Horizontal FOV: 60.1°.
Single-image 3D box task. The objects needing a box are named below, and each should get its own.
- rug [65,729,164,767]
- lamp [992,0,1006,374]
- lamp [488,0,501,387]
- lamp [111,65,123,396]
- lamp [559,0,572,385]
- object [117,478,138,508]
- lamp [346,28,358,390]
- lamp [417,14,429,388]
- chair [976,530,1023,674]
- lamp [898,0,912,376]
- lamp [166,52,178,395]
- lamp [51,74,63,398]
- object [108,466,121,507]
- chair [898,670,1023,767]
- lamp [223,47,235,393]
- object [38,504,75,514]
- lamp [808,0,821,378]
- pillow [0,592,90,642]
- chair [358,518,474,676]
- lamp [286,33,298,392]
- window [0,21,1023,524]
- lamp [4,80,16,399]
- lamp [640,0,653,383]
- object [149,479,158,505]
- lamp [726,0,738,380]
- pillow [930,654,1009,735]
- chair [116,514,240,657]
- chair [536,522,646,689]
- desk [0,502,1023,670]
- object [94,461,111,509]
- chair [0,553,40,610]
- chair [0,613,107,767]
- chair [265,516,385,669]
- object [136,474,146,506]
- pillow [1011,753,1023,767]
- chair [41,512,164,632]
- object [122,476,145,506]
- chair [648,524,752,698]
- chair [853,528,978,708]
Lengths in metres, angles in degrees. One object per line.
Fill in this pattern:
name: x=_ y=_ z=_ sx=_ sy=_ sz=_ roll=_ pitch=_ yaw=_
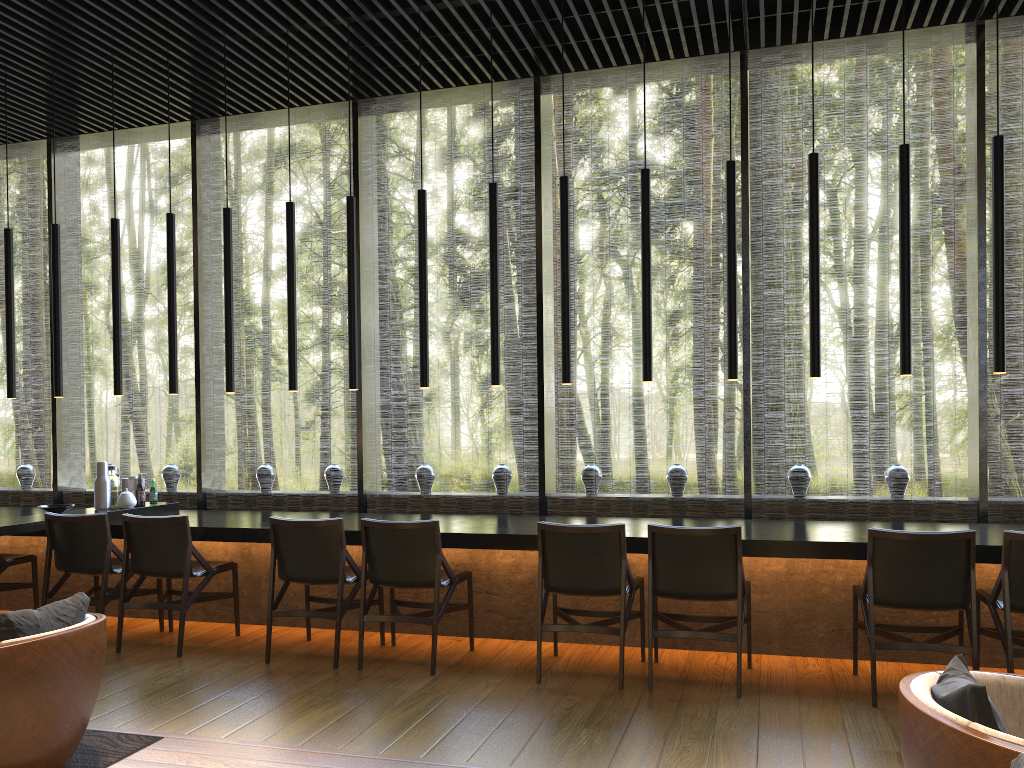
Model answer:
rug: x=-2.850 y=1.510 z=3.196 sx=2.241 sy=0.008 sz=1.959 roll=-2 pitch=-3 yaw=16
lamp: x=2.601 y=-1.268 z=4.737 sx=0.060 sy=2.422 sz=0.060 roll=-1 pitch=1 yaw=11
lamp: x=-0.117 y=-1.196 z=5.531 sx=0.060 sy=2.422 sz=0.060 roll=-1 pitch=1 yaw=11
lamp: x=-2.835 y=-1.124 z=6.326 sx=0.060 sy=2.422 sz=0.060 roll=-1 pitch=1 yaw=11
lamp: x=0.319 y=-1.208 z=5.404 sx=0.060 sy=2.422 sz=0.060 roll=0 pitch=1 yaw=21
object: x=-2.833 y=0.800 z=6.504 sx=0.135 sy=0.217 sz=0.135 roll=-1 pitch=0 yaw=3
lamp: x=-1.057 y=-1.171 z=5.806 sx=0.060 sy=2.422 sz=0.060 roll=-1 pitch=1 yaw=11
lamp: x=-0.576 y=-1.184 z=5.666 sx=0.060 sy=2.422 sz=0.060 roll=0 pitch=1 yaw=21
chair: x=2.515 y=1.082 z=4.152 sx=0.526 sy=0.827 sz=0.563 roll=-1 pitch=0 yaw=16
lamp: x=2.157 y=-1.256 z=4.867 sx=0.060 sy=2.422 sz=0.060 roll=-1 pitch=1 yaw=11
lamp: x=-2.389 y=-1.136 z=6.196 sx=0.060 sy=2.422 sz=0.060 roll=-1 pitch=1 yaw=11
lamp: x=-3.337 y=-1.111 z=6.473 sx=0.060 sy=2.422 sz=0.060 roll=-1 pitch=1 yaw=11
object: x=-2.980 y=0.763 z=6.598 sx=0.129 sy=0.305 sz=0.129 roll=-1 pitch=0 yaw=2
chair: x=1.342 y=1.119 z=2.314 sx=0.606 sy=0.604 sz=0.804 roll=-1 pitch=-2 yaw=16
lamp: x=-1.950 y=-1.148 z=6.067 sx=0.060 sy=2.422 sz=0.060 roll=-1 pitch=1 yaw=11
object: x=-3.089 y=0.859 z=6.004 sx=0.227 sy=0.067 sz=0.227 roll=-2 pitch=-3 yaw=19
lamp: x=1.703 y=-1.244 z=4.999 sx=0.060 sy=2.422 sz=0.060 roll=-1 pitch=1 yaw=11
pillow: x=-1.775 y=0.988 z=3.311 sx=0.222 sy=0.362 sz=0.399 roll=-1 pitch=-1 yaw=17
chair: x=-0.558 y=1.163 z=5.050 sx=0.526 sy=0.827 sz=0.563 roll=-1 pitch=0 yaw=16
lamp: x=-1.485 y=-1.160 z=5.931 sx=0.060 sy=2.422 sz=0.060 roll=-1 pitch=1 yaw=11
window: x=-9.464 y=-0.502 z=3.557 sx=31.878 sy=4.229 sz=12.061 roll=-1 pitch=-2 yaw=16
lamp: x=-3.751 y=-1.100 z=6.594 sx=0.060 sy=2.422 sz=0.060 roll=-1 pitch=1 yaw=11
lamp: x=0.794 y=-1.220 z=5.265 sx=0.060 sy=2.422 sz=0.060 roll=-1 pitch=1 yaw=11
object: x=-2.728 y=0.821 z=6.735 sx=0.056 sy=0.197 sz=0.056 roll=-1 pitch=0 yaw=18
lamp: x=1.268 y=-1.233 z=5.127 sx=0.060 sy=2.422 sz=0.060 roll=0 pitch=1 yaw=21
pillow: x=1.226 y=0.909 z=2.349 sx=0.205 sy=0.338 sz=0.442 roll=-1 pitch=-1 yaw=23
chair: x=-2.083 y=1.203 z=5.496 sx=0.526 sy=0.827 sz=0.563 roll=-1 pitch=0 yaw=16
chair: x=0.414 y=1.137 z=4.766 sx=0.526 sy=0.827 sz=0.563 roll=-1 pitch=0 yaw=16
desk: x=-7.748 y=1.401 z=7.540 sx=28.727 sy=0.760 sz=1.781 roll=-2 pitch=-2 yaw=16
object: x=-2.980 y=0.736 z=6.443 sx=0.113 sy=0.344 sz=0.113 roll=-1 pitch=0 yaw=12
chair: x=-3.607 y=1.243 z=5.942 sx=0.526 sy=0.827 sz=0.563 roll=-1 pitch=0 yaw=16
chair: x=-1.886 y=1.208 z=3.347 sx=0.606 sy=0.604 sz=0.804 roll=-1 pitch=-2 yaw=16
chair: x=-1.110 y=1.177 z=5.212 sx=0.526 sy=0.827 sz=0.563 roll=-1 pitch=0 yaw=16
object: x=-2.793 y=0.797 z=6.655 sx=0.067 sy=0.237 sz=0.067 roll=-1 pitch=0 yaw=10
pillow: x=0.987 y=0.869 z=1.524 sx=0.222 sy=0.362 sz=0.399 roll=-1 pitch=-1 yaw=17
chair: x=-2.635 y=1.217 z=5.657 sx=0.526 sy=0.827 sz=0.563 roll=-1 pitch=0 yaw=16
object: x=-2.883 y=0.812 z=6.744 sx=0.169 sy=0.219 sz=0.169 roll=-1 pitch=-1 yaw=12
chair: x=0.966 y=1.122 z=4.605 sx=0.526 sy=0.827 sz=0.563 roll=-1 pitch=0 yaw=16
chair: x=1.963 y=1.096 z=4.313 sx=0.526 sy=0.827 sz=0.563 roll=-1 pitch=0 yaw=16
